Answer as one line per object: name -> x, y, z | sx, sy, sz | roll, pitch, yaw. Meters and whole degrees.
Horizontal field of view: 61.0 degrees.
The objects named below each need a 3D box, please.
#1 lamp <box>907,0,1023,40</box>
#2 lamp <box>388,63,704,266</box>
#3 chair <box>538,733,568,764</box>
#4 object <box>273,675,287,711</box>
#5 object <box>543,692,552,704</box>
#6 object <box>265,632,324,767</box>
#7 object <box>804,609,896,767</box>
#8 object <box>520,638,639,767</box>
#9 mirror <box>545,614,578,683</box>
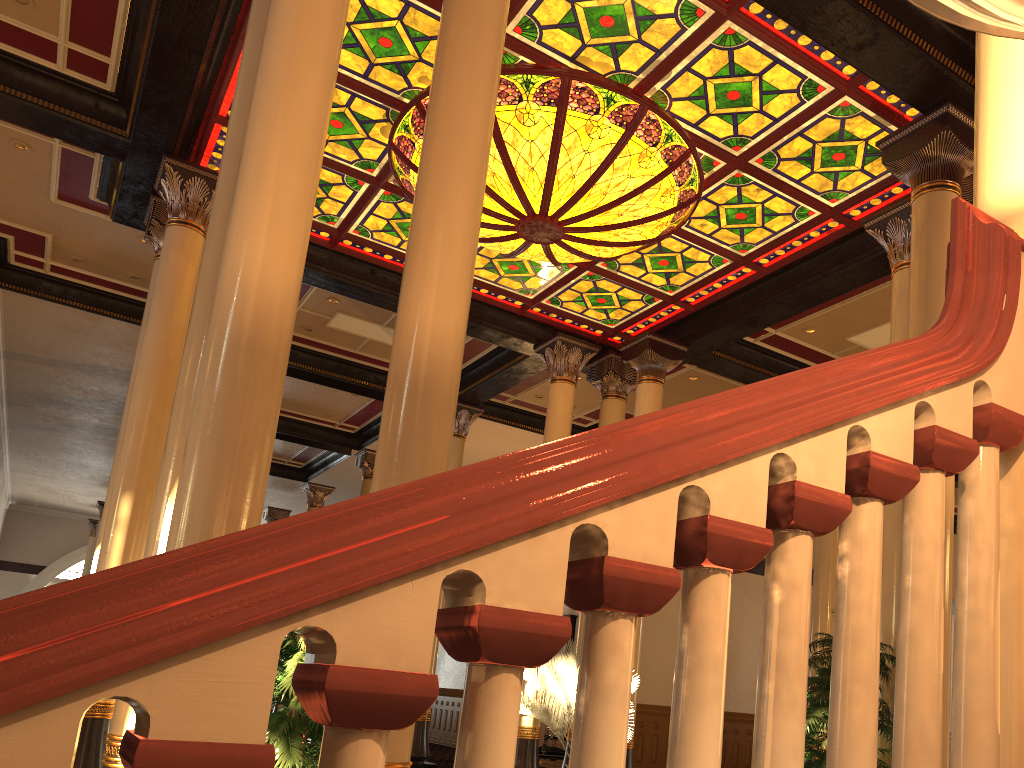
lamp -> 0.432, 0.468, 0.483 | 0.592, 1.950, 0.588 | 8, -12, -11
lamp -> 0.302, -1.716, 8.255 | 3.153, 0.584, 2.958 | 16, -22, -29
chair -> 0.768, 6.204, 15.021 | 0.750, 1.065, 0.759 | 7, -14, -4
object -> -2.932, 2.873, 8.321 | 1.926, 2.188, 2.001 | 18, -19, -39
object -> 0.184, 6.075, 16.297 | 1.051, 2.085, 1.098 | 1, -14, 19
object -> -1.091, 1.737, 4.581 | 1.051, 2.085, 1.098 | 1, -14, 19
object -> 2.513, 2.831, 6.737 | 1.145, 2.085, 1.007 | 17, -17, -39
object -> 0.918, 3.874, 10.194 | 2.162, 2.204, 1.810 | 13, -16, -25
mirror -> 0.802, 5.067, 17.058 | 0.209, 1.503, 1.371 | 12, -16, -26
